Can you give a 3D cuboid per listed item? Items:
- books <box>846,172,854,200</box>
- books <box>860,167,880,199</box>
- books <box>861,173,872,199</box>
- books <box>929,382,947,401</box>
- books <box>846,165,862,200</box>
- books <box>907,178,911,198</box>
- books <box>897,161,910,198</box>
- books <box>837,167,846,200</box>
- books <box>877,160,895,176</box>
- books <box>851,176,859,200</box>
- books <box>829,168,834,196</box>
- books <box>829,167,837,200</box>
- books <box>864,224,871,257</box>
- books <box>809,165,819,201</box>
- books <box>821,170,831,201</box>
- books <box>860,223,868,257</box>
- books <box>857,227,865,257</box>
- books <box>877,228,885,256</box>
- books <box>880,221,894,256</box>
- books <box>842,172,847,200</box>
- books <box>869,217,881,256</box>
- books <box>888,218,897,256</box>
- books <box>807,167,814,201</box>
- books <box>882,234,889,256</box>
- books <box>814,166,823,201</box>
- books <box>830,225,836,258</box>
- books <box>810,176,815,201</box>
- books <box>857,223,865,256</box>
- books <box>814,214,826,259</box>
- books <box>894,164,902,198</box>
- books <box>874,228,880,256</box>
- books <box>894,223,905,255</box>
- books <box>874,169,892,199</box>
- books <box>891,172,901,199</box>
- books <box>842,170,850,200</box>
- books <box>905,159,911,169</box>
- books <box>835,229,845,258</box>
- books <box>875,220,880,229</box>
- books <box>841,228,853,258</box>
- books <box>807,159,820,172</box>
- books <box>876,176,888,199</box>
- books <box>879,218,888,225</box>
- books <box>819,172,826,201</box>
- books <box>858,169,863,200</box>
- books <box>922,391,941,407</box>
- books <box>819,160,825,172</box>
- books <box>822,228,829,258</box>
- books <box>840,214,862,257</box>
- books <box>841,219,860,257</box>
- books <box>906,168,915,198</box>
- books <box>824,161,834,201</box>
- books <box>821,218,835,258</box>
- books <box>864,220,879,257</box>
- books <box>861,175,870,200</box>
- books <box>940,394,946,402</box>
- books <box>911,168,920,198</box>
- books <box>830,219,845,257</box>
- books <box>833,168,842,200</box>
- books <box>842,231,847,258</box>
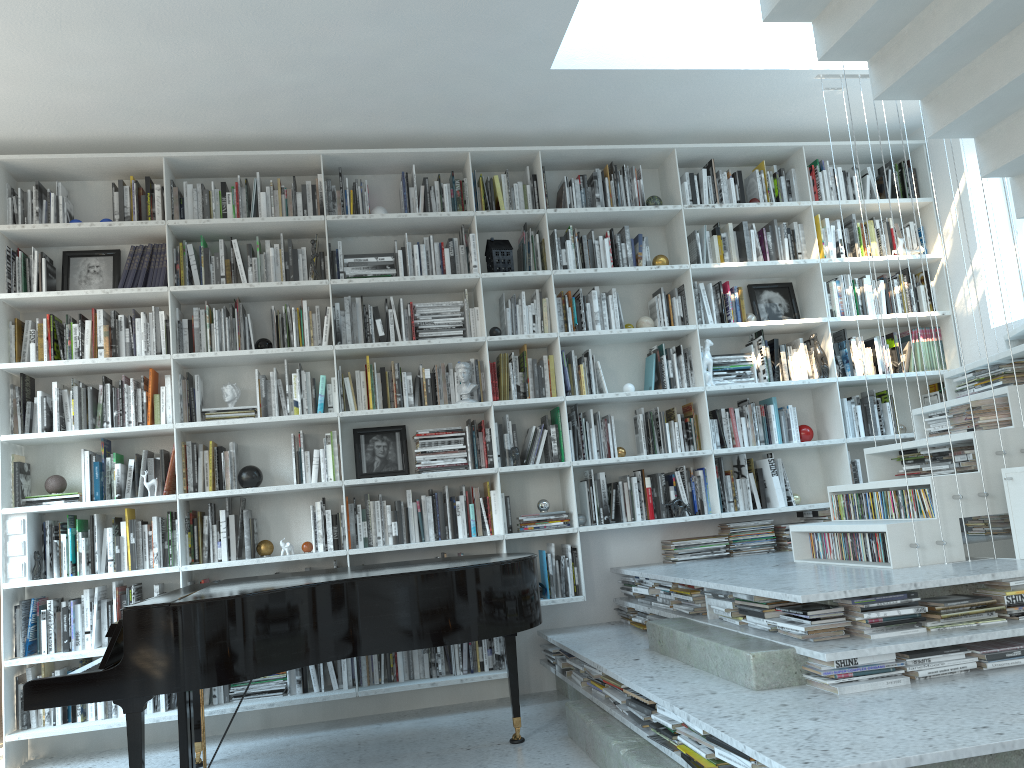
[{"bbox_3d":[2.154,-1.231,5.741,0.025,0.236,0.144,-4,-8,-11],"label":"books"},{"bbox_3d":[2.330,-1.261,5.789,0.069,0.276,0.132,-4,-8,-11],"label":"books"},{"bbox_3d":[2.298,-1.238,5.783,0.010,0.235,0.131,-4,-8,-11],"label":"books"},{"bbox_3d":[2.727,0.151,5.650,0.013,0.314,0.129,-4,-8,-11],"label":"books"},{"bbox_3d":[2.216,-1.258,5.767,0.012,0.284,0.160,-4,-8,-11],"label":"books"},{"bbox_3d":[2.550,-1.232,5.804,0.036,0.182,0.162,-4,-8,-11],"label":"books"},{"bbox_3d":[2.523,-1.284,5.793,0.014,0.286,0.190,-4,-8,-11],"label":"books"},{"bbox_3d":[2.089,-1.241,5.731,0.029,0.264,0.179,-4,-8,-11],"label":"books"},{"bbox_3d":[2.471,-1.290,5.812,0.014,0.313,0.162,-4,-8,-11],"label":"books"},{"bbox_3d":[2.194,-1.219,5.750,0.026,0.207,0.163,-4,-8,-11],"label":"books"},{"bbox_3d":[2.019,-1.234,5.721,0.014,0.260,0.168,-4,-8,-11],"label":"books"},{"bbox_3d":[2.038,-1.242,5.727,0.027,0.275,0.148,-4,-8,-11],"label":"books"},{"bbox_3d":[2.207,-0.876,5.613,0.013,0.222,0.174,-4,-8,-11],"label":"books"},{"bbox_3d":[1.915,-1.241,5.696,0.013,0.286,0.151,-4,-8,-11],"label":"books"},{"bbox_3d":[1.981,-1.224,5.703,0.023,0.243,0.183,-4,-8,-11],"label":"books"},{"bbox_3d":[2.192,-0.881,5.622,0.012,0.237,0.166,-4,-8,-11],"label":"books"},{"bbox_3d":[2.160,-0.864,5.607,0.014,0.206,0.184,-4,-8,-11],"label":"books"},{"bbox_3d":[2.326,-0.869,5.701,0.013,0.212,0.187,-4,-8,-11],"label":"books"},{"bbox_3d":[2.398,-0.897,5.723,0.022,0.260,0.160,-4,-8,-11],"label":"books"},{"bbox_3d":[2.110,-1.229,5.731,0.011,0.236,0.148,-4,-8,-11],"label":"books"},{"bbox_3d":[2.309,-0.907,5.717,0.010,0.295,0.165,-4,-8,-11],"label":"books"},{"bbox_3d":[2.429,-0.910,5.742,0.023,0.286,0.163,-4,-8,-11],"label":"books"},{"bbox_3d":[1.873,-1.232,5.691,0.022,0.275,0.160,-4,-8,-11],"label":"books"},{"bbox_3d":[2.371,-0.854,5.732,0.034,0.182,0.157,-4,-8,-11],"label":"books"},{"bbox_3d":[1.930,-1.235,5.684,0.012,0.268,0.185,-4,-8,-11],"label":"books"},{"bbox_3d":[1.978,-0.862,5.569,0.049,0.223,0.162,-4,-8,-11],"label":"books"},{"bbox_3d":[1.896,-1.206,5.702,0.025,0.222,0.137,-4,-8,-11],"label":"books"},{"bbox_3d":[2.175,-0.882,5.619,0.022,0.242,0.145,-4,-8,-11],"label":"books"},{"bbox_3d":[1.898,-0.892,5.556,0.010,0.294,0.183,-4,-8,-11],"label":"books"},{"bbox_3d":[2.505,-1.280,5.821,0.012,0.291,0.140,-4,-8,-11],"label":"books"},{"bbox_3d":[2.297,-0.870,5.701,0.023,0.220,0.171,-4,-8,-11],"label":"books"},{"bbox_3d":[2.477,-0.898,5.744,0.070,0.253,0.154,-4,-8,-11],"label":"books"},{"bbox_3d":[2.423,-1.254,5.795,0.068,0.247,0.160,-4,-8,-11],"label":"books"},{"bbox_3d":[2.467,-1.244,5.781,0.012,0.215,0.193,-4,-8,-11],"label":"books"},{"bbox_3d":[2.126,-1.235,5.746,0.027,0.249,0.155,-4,-8,-11],"label":"books"},{"bbox_3d":[2.603,-1.300,5.846,0.014,0.318,0.144,-4,-8,-11],"label":"books"},{"bbox_3d":[2.016,-0.850,5.568,0.024,0.193,0.190,-4,-8,-11],"label":"books"},{"bbox_3d":[2.337,-0.900,5.733,0.024,0.281,0.153,-4,-8,-11],"label":"books"},{"bbox_3d":[2.096,-0.861,5.606,0.025,0.211,0.135,-4,-8,-11],"label":"books"},{"bbox_3d":[1.957,-1.264,5.719,0.014,0.331,0.143,-4,-8,-11],"label":"books"},{"bbox_3d":[2.383,-1.227,5.767,0.024,0.193,0.186,-4,-8,-11],"label":"books"},{"bbox_3d":[2.409,-0.911,5.750,0.011,0.294,0.151,-4,-8,-11],"label":"books"},{"bbox_3d":[1.948,-1.216,5.688,0.022,0.228,0.175,-4,-8,-11],"label":"books"},{"bbox_3d":[2.231,-1.249,5.763,0.015,0.263,0.143,-4,-8,-11],"label":"books"},{"bbox_3d":[2.673,0.184,5.625,0.012,0.253,0.161,-4,-8,-11],"label":"books"},{"bbox_3d":[1.991,-1.264,5.727,0.012,0.326,0.151,-4,-8,-11],"label":"books"},{"bbox_3d":[1.918,-0.849,5.553,0.024,0.205,0.166,-4,-8,-11],"label":"books"},{"bbox_3d":[2.139,-0.908,5.606,0.022,0.296,0.152,-4,-8,-11],"label":"books"},{"bbox_3d":[2.120,-0.886,5.595,0.023,0.253,0.189,-4,-8,-11],"label":"books"},{"bbox_3d":[2.570,-1.265,5.816,0.014,0.247,0.185,-4,-8,-11],"label":"books"},{"bbox_3d":[2.006,-1.257,5.713,0.012,0.305,0.184,-4,-8,-11],"label":"books"},{"bbox_3d":[1.942,-0.881,5.554,0.026,0.263,0.189,-4,-8,-11],"label":"books"},{"bbox_3d":[2.229,-0.884,5.642,0.042,0.241,0.248,-4,-8,-11],"label":"books"},{"bbox_3d":[2.269,-1.226,5.763,0.057,0.211,0.163,-4,-8,-11],"label":"books"},{"bbox_3d":[2.716,0.190,5.634,0.022,0.237,0.152,-4,-8,-11],"label":"books"},{"bbox_3d":[2.592,-1.263,5.807,0.025,0.237,0.188,-4,-8,-11],"label":"books"},{"bbox_3d":[2.033,-0.884,5.591,0.023,0.263,0.158,-4,-8,-11],"label":"books"},{"bbox_3d":[2.064,-1.236,5.726,0.022,0.258,0.163,-4,-8,-11],"label":"books"},{"bbox_3d":[2.059,-0.847,5.632,0.038,0.198,0.170,-4,-8,-11],"label":"books"}]
